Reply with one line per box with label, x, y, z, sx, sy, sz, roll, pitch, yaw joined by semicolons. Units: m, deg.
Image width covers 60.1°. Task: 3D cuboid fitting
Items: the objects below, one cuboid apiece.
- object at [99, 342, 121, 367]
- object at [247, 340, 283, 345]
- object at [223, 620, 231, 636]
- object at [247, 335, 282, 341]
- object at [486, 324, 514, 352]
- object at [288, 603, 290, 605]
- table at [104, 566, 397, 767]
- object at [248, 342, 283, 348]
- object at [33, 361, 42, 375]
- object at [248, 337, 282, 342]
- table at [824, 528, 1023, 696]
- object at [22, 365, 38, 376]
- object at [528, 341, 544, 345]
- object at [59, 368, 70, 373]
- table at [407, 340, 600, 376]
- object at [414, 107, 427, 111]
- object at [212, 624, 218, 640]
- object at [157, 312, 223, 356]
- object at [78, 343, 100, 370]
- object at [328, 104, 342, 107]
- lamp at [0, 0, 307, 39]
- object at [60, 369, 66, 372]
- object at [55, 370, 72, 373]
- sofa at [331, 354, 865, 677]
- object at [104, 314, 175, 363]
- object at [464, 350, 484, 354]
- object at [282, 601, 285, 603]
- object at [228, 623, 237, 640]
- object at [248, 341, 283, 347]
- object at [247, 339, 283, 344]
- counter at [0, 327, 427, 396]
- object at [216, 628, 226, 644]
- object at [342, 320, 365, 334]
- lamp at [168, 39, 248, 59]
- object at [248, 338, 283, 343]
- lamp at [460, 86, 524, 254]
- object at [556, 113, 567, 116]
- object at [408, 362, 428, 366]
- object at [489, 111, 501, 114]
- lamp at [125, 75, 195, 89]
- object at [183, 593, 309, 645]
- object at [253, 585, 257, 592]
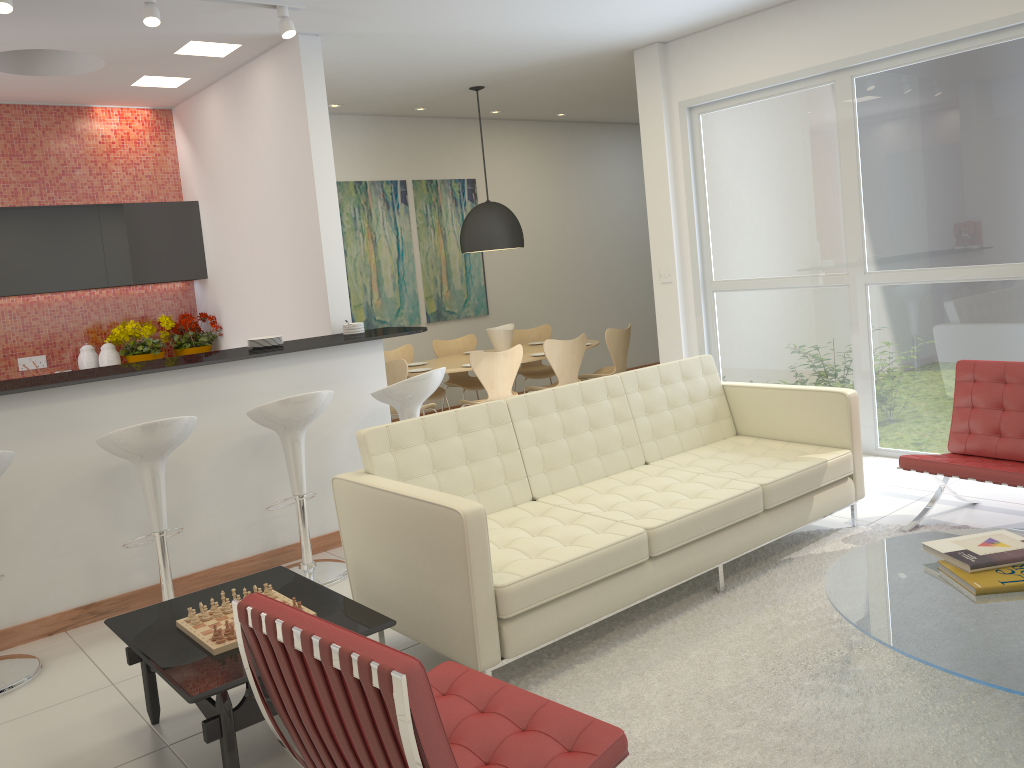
object;-3.203;-0.197;7.047;0.159;0.282;0.160;-4;5;13
object;-1.493;-0.246;5.362;0.210;0.015;0.212;-5;8;5
object;-0.941;0.805;2.927;0.030;0.049;0.030;-9;6;-31
object;-1.496;-0.274;5.360;0.210;0.015;0.212;-5;8;5
object;-0.098;-0.408;8.282;0.271;0.278;0.262;-6;6;-3
object;-0.761;0.773;3.020;0.030;0.052;0.030;-9;6;-31
table;-0.919;1.034;3.118;0.704;0.420;0.917;-11;9;-38
object;-1.492;-0.232;5.363;0.210;0.015;0.212;-5;8;5
object;-3.606;-0.081;6.778;0.139;0.194;0.009;-3;5;21
object;-1.495;-0.267;5.360;0.210;0.015;0.212;-5;8;5
table;1.732;0.846;2.649;1.327;0.402;1.538;-12;10;-39
object;-3.612;-0.071;6.715;0.165;0.177;0.011;-8;5;-25
object;0.267;-0.413;9.028;0.210;0.015;0.211;-1;9;29
object;-3.520;-0.106;6.963;0.008;0.009;0.235;-7;8;-9
table;-0.067;0.090;8.325;2.273;0.725;1.281;-11;9;-37
object;-0.918;-2.757;8.878;0.129;0.010;0.130;-5;8;6
object;-0.972;0.811;2.902;0.030;0.049;0.030;-9;6;-31
object;-2.690;-0.392;7.464;0.522;0.447;0.506;-2;7;31
object;-3.388;-0.185;7.089;0.159;0.282;0.160;-4;5;13
object;-1.657;-2.604;8.282;0.129;0.010;0.130;-5;8;6
lamp;-1.921;-1.990;4.666;1.831;0.198;0.112;-12;8;-38
object;-3.541;-0.106;6.981;0.008;0.009;0.235;-7;8;-14
object;-3.532;-0.060;6.978;0.121;0.084;0.122;-4;7;16
sofa;0.549;0.482;4.234;2.578;0.918;1.001;-11;8;-38
object;-3.012;-0.325;7.199;0.525;0.447;0.503;-10;8;-36
object;-0.377;-0.311;8.742;0.211;0.015;0.211;-9;8;-21
object;-0.786;0.773;3.052;0.030;0.049;0.030;-9;6;-31
object;-0.916;0.805;2.896;0.030;0.052;0.030;-9;6;-31
object;-1.492;-0.239;5.363;0.210;0.015;0.212;-5;8;5
object;-1.494;-0.253;5.361;0.210;0.015;0.212;-5;8;5
counter;-1.788;-0.135;4.969;2.979;0.019;0.736;-12;10;-38
object;-0.946;0.816;2.871;0.030;0.044;0.030;-9;6;-31
object;-1.058;-0.381;5.826;0.140;0.097;0.174;1;9;44
lamp;-2.050;-2.269;5.960;0.410;0.034;0.409;-12;10;-38
object;-1.494;-0.260;5.361;0.210;0.015;0.212;-5;8;5
lamp;-0.250;-1.978;8.167;0.597;1.487;0.594;-9;6;-36
object;0.561;-3.064;10.070;0.129;0.010;0.130;-5;8;6
object;-0.880;-0.179;8.135;0.210;0.015;0.211;-8;8;-16
object;-0.179;-2.911;9.474;0.129;0.010;0.130;-5;8;6
lamp;-2.675;-2.314;6.736;0.410;0.034;0.409;-12;10;-38
object;-0.924;0.808;3.069;0.348;0.001;0.350;-12;10;-38
object;-0.937;0.761;3.238;0.030;0.052;0.030;-1;7;44
